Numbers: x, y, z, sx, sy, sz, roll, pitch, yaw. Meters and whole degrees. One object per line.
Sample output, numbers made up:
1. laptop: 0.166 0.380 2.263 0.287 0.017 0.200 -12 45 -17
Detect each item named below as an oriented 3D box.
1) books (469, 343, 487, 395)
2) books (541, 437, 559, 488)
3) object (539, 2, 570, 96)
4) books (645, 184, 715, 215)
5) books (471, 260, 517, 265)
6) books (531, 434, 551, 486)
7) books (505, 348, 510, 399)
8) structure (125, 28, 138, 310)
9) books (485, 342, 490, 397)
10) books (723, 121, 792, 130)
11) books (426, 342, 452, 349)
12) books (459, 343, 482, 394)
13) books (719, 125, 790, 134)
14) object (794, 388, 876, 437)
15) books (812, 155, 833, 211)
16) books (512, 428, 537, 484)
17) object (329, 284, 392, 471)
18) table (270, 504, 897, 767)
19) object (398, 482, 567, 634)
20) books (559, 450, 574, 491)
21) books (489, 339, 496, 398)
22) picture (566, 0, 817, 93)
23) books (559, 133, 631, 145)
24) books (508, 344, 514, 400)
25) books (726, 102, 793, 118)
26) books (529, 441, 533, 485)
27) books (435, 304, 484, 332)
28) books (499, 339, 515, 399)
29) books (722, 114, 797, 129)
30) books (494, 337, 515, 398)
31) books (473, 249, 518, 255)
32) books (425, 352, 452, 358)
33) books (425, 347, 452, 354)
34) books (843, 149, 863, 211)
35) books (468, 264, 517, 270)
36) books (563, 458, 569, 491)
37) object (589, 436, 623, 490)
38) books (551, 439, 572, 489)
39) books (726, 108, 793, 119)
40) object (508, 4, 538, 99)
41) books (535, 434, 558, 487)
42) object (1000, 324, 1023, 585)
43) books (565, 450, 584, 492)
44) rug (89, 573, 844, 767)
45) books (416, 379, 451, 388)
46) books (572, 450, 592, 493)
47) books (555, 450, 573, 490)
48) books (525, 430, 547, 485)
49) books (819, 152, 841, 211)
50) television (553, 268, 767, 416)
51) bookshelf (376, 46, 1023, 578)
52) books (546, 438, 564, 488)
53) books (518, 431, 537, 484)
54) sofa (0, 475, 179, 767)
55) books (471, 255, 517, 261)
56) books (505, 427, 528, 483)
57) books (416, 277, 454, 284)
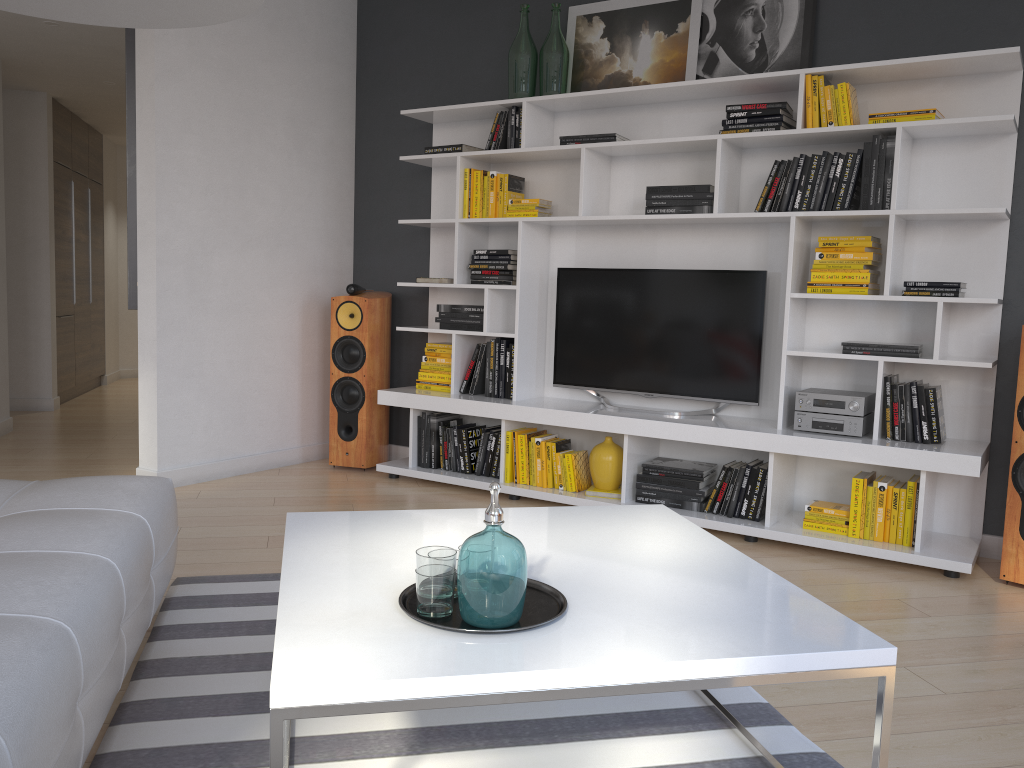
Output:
1. books: -0.135 -0.086 4.911 0.100 0.289 0.210 5 7 31
2. books: 0.200 0.405 4.583 0.043 0.240 0.169 5 7 31
3. object: 0.220 -1.713 4.600 0.157 0.507 0.157 -4 8 -44
4. books: 0.844 -0.869 4.259 0.343 0.137 0.277 5 6 27
5. books: -0.060 -0.658 4.822 0.264 0.020 0.189 6 7 35
6. books: 0.157 0.394 4.620 0.041 0.252 0.180 5 7 32
7. books: 0.030 -0.063 4.813 0.028 0.272 0.200 5 7 32
8. structure: -1.011 -1.846 6.722 2.823 4.339 4.190 1 6 -13
9. books: -0.078 -0.084 4.877 0.028 0.301 0.213 5 7 32
10. books: 1.122 -1.162 4.047 0.264 0.020 0.189 5 7 30
11. books: -0.349 -0.219 5.094 0.234 0.024 0.171 6 7 36
12. books: -0.169 -0.089 4.953 0.142 0.284 0.232 5 7 32
13. books: 1.120 -1.137 4.046 0.284 0.030 0.214 6 7 35
14. object: 1.427 0.123 3.921 0.285 0.174 0.270 5 7 32
15. books: 1.370 -0.861 3.860 0.069 0.242 0.172 6 7 33
16. books: 0.072 0.375 4.682 0.048 0.271 0.213 5 7 32
17. object: -0.881 -0.052 5.320 0.290 1.088 0.434 4 6 17
18. table: 0.034 0.627 2.023 1.091 0.435 1.091 1 6 -13
19. object: -0.052 0.303 1.727 0.330 0.265 0.330 3 6 11
20. books: 0.291 0.440 4.527 0.046 0.187 0.134 5 7 31
21. books: -0.049 -0.090 4.864 0.034 0.314 0.237 5 7 32
22. picture: 0.829 -1.762 4.334 1.279 0.707 0.076 5 7 32
23. books: 0.425 -1.212 4.472 0.310 0.047 0.250 5 6 27
24. books: 0.065 -0.071 4.792 0.051 0.297 0.230 5 7 32
25. books: 1.130 -1.242 4.041 0.266 0.030 0.209 5 6 25
26. books: 0.136 0.406 4.629 0.042 0.230 0.156 5 7 30
27. books: -0.215 -0.371 4.968 0.343 0.137 0.277 5 7 32
28. books: 0.006 -0.085 4.834 0.034 0.315 0.239 5 7 32
29. books: 1.136 -1.189 4.060 0.284 0.030 0.214 6 7 35
30. books: -0.019 -0.094 4.849 0.026 0.326 0.237 5 7 32
31. books: -0.058 -0.710 4.807 0.246 0.026 0.180 7 7 39
32. books: -0.360 -0.168 5.081 0.167 0.023 0.238 -3 8 -42
33. books: -0.354 -0.192 5.071 0.234 0.024 0.171 6 7 36
34. books: 1.487 -0.863 3.817 0.066 0.260 0.197 5 7 32
35. books: -0.062 -0.632 4.821 0.284 0.030 0.214 7 8 40
36. books: 0.300 0.453 4.507 0.049 0.169 0.113 5 7 31
37. object: 0.478 0.391 4.431 0.185 0.257 0.185 3 6 9
38. books: 0.262 0.410 4.578 0.056 0.235 0.172 5 7 31
39. books: 1.125 -1.214 4.032 0.246 0.026 0.180 6 7 34
40. object: 0.058 -1.722 4.634 0.157 0.507 0.157 -4 8 -44
41. books: 0.184 0.396 4.616 0.055 0.252 0.185 5 7 30
42. object: 2.138 0.239 3.433 0.434 1.088 0.290 -3 8 -43
43. books: 0.330 0.441 4.506 0.067 0.193 0.148 6 7 33
44. rug: -0.144 0.822 2.244 1.662 0.016 2.326 1 6 -13
45. books: -0.379 -0.008 5.086 0.269 0.025 0.213 6 7 35
46. books: 0.355 0.442 4.500 0.046 0.193 0.149 6 7 33
47. books: 0.277 0.438 4.544 0.056 0.188 0.138 5 7 32
48. books: 0.131 0.384 4.651 0.038 0.267 0.202 6 7 32
49. books: 1.404 -0.869 3.869 0.075 0.254 0.192 5 7 31
50. television: 0.703 -0.218 4.421 1.102 0.704 0.207 5 7 32
51. bookshelf: 0.657 -0.383 4.307 3.000 2.052 0.455 5 7 32
52. books: 0.231 0.408 4.587 0.043 0.235 0.171 5 7 30
53. books: 0.105 0.384 4.669 0.066 0.258 0.198 5 7 32
54. sofa: -0.699 0.531 1.367 2.614 0.732 3.424 1 6 -13
55. books: -0.045 -0.684 4.833 0.284 0.030 0.214 7 8 40
56. books: 0.028 0.374 4.685 0.029 0.270 0.204 5 7 32
57. books: -0.386 -0.581 5.020 0.209 0.030 0.266 5 6 25
